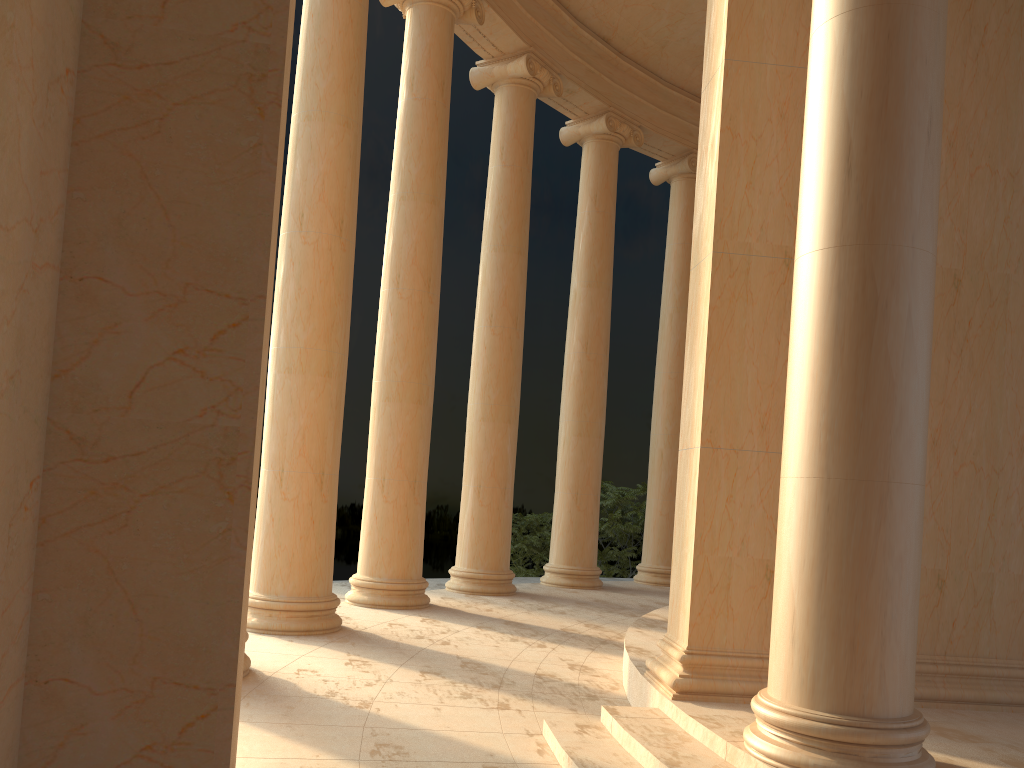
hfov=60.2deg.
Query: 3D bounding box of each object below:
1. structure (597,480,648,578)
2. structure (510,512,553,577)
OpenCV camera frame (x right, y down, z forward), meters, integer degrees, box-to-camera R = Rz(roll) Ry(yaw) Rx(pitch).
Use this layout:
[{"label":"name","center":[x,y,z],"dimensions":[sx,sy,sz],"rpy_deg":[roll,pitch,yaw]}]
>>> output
[{"label":"structure","center":[204.608,322.491,1609.018],"dimensions":[247.212,298.537,238.515],"rpy_deg":[4,-4,-2]},{"label":"structure","center":[16.587,311.683,1520.661],"dimensions":[149.109,187.727,156.397],"rpy_deg":[3,-4,7]}]
